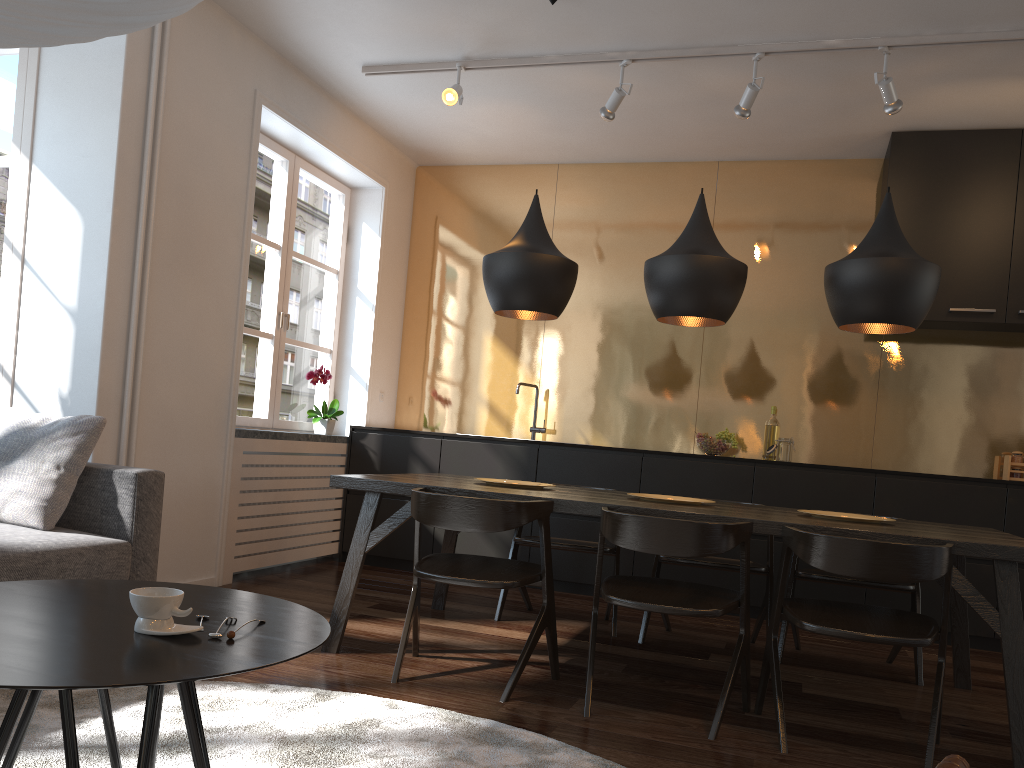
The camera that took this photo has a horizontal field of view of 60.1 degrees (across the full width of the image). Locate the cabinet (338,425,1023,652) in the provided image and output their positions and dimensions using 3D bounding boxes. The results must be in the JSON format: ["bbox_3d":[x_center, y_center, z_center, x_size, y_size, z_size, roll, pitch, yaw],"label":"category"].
[{"bbox_3d":[1.427,0.899,5.271,5.054,0.900,0.735,4,-2,18],"label":"cabinet"}]

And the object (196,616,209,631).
[{"bbox_3d":[-0.584,0.445,1.662,0.026,0.010,0.124,6,-4,-15],"label":"object"}]

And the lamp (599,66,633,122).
[{"bbox_3d":[0.532,-1.436,4.360,0.085,0.238,0.251,5,-2,-31],"label":"lamp"}]

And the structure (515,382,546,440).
[{"bbox_3d":[0.126,0.191,5.822,0.109,0.385,0.266,5,-1,34],"label":"structure"}]

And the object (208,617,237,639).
[{"bbox_3d":[-0.533,0.445,1.636,0.025,0.016,0.164,5,-4,-7],"label":"object"}]

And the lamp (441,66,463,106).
[{"bbox_3d":[-0.293,-1.498,4.477,0.085,0.239,0.251,5,-2,5],"label":"lamp"}]

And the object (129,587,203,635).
[{"bbox_3d":[-0.617,0.407,1.570,0.138,0.069,0.092,3,-3,30],"label":"object"}]

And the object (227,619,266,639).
[{"bbox_3d":[-0.491,0.450,1.642,0.015,0.015,0.168,5,-4,5],"label":"object"}]

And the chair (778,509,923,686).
[{"bbox_3d":[1.519,0.924,3.961,0.592,0.671,0.521,4,-1,17],"label":"chair"}]

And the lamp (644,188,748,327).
[{"bbox_3d":[0.746,-0.521,3.571,0.411,0.541,0.411,5,-1,-6],"label":"lamp"}]

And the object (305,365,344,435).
[{"bbox_3d":[-1.168,0.100,5.541,0.230,0.437,0.406,5,-2,-6],"label":"object"}]

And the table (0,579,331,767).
[{"bbox_3d":[-0.783,0.668,1.623,0.845,0.472,0.850,4,-3,20],"label":"table"}]

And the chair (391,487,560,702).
[{"bbox_3d":[-0.132,0.731,3.190,0.592,0.671,0.521,4,-1,17],"label":"chair"}]

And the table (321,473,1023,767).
[{"bbox_3d":[0.619,0.815,3.554,2.496,0.679,1.110,4,-3,18],"label":"table"}]

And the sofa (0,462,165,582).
[{"bbox_3d":[-1.785,0.499,1.835,2.036,0.671,3.079,4,-4,18],"label":"sofa"}]

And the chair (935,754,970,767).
[{"bbox_3d":[-0.154,0.522,0.567,0.721,0.709,0.684,6,-2,-39],"label":"chair"}]

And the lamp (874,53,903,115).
[{"bbox_3d":[2.237,-0.474,4.491,1.841,1.847,0.089,6,0,-38],"label":"lamp"}]

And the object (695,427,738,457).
[{"bbox_3d":[1.202,0.338,5.217,0.239,0.173,0.178,5,-2,3],"label":"object"}]

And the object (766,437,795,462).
[{"bbox_3d":[1.613,0.389,5.294,0.177,0.151,0.088,5,-1,-5],"label":"object"}]

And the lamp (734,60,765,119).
[{"bbox_3d":[1.141,-1.396,4.171,0.085,0.239,0.250,5,-2,-16],"label":"lamp"}]

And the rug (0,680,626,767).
[{"bbox_3d":[-0.750,0.893,1.471,2.838,0.012,2.842,5,-4,-2],"label":"rug"}]

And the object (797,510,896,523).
[{"bbox_3d":[1.278,0.510,3.387,0.355,0.016,0.357,3,-4,21],"label":"object"}]

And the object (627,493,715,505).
[{"bbox_3d":[0.645,0.470,3.592,0.356,0.016,0.356,5,-4,-1],"label":"object"}]

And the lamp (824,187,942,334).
[{"bbox_3d":[1.408,-0.478,3.357,0.412,0.541,0.410,5,-1,-25],"label":"lamp"}]

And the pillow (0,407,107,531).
[{"bbox_3d":[-1.756,0.294,3.164,0.493,0.414,0.287,4,-1,17],"label":"pillow"}]

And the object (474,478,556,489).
[{"bbox_3d":[0.012,0.429,3.797,0.355,0.016,0.357,3,-4,21],"label":"object"}]

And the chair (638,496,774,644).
[{"bbox_3d":[0.942,0.887,4.148,0.592,0.671,0.521,4,-1,16],"label":"chair"}]

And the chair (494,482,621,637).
[{"bbox_3d":[0.277,0.846,4.393,0.592,0.671,0.521,5,-1,14],"label":"chair"}]

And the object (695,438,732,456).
[{"bbox_3d":[1.192,0.377,5.234,0.219,0.097,0.218,6,-3,-25],"label":"object"}]

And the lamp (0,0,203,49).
[{"bbox_3d":[-1.059,-0.710,1.048,1.476,0.210,1.467,8,-5,-35],"label":"lamp"}]

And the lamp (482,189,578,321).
[{"bbox_3d":[0.084,-0.563,3.786,0.412,0.541,0.410,6,-1,-39],"label":"lamp"}]

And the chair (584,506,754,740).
[{"bbox_3d":[0.517,0.773,2.986,0.592,0.671,0.521,4,-1,19],"label":"chair"}]

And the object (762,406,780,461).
[{"bbox_3d":[1.605,0.306,5.467,0.092,0.339,0.091,5,0,-15],"label":"object"}]

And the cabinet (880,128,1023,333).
[{"bbox_3d":[3.079,-0.810,4.871,1.952,1.050,0.533,4,-1,18],"label":"cabinet"}]

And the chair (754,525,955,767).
[{"bbox_3d":[1.098,0.810,2.798,0.592,0.671,0.521,4,-1,16],"label":"chair"}]
